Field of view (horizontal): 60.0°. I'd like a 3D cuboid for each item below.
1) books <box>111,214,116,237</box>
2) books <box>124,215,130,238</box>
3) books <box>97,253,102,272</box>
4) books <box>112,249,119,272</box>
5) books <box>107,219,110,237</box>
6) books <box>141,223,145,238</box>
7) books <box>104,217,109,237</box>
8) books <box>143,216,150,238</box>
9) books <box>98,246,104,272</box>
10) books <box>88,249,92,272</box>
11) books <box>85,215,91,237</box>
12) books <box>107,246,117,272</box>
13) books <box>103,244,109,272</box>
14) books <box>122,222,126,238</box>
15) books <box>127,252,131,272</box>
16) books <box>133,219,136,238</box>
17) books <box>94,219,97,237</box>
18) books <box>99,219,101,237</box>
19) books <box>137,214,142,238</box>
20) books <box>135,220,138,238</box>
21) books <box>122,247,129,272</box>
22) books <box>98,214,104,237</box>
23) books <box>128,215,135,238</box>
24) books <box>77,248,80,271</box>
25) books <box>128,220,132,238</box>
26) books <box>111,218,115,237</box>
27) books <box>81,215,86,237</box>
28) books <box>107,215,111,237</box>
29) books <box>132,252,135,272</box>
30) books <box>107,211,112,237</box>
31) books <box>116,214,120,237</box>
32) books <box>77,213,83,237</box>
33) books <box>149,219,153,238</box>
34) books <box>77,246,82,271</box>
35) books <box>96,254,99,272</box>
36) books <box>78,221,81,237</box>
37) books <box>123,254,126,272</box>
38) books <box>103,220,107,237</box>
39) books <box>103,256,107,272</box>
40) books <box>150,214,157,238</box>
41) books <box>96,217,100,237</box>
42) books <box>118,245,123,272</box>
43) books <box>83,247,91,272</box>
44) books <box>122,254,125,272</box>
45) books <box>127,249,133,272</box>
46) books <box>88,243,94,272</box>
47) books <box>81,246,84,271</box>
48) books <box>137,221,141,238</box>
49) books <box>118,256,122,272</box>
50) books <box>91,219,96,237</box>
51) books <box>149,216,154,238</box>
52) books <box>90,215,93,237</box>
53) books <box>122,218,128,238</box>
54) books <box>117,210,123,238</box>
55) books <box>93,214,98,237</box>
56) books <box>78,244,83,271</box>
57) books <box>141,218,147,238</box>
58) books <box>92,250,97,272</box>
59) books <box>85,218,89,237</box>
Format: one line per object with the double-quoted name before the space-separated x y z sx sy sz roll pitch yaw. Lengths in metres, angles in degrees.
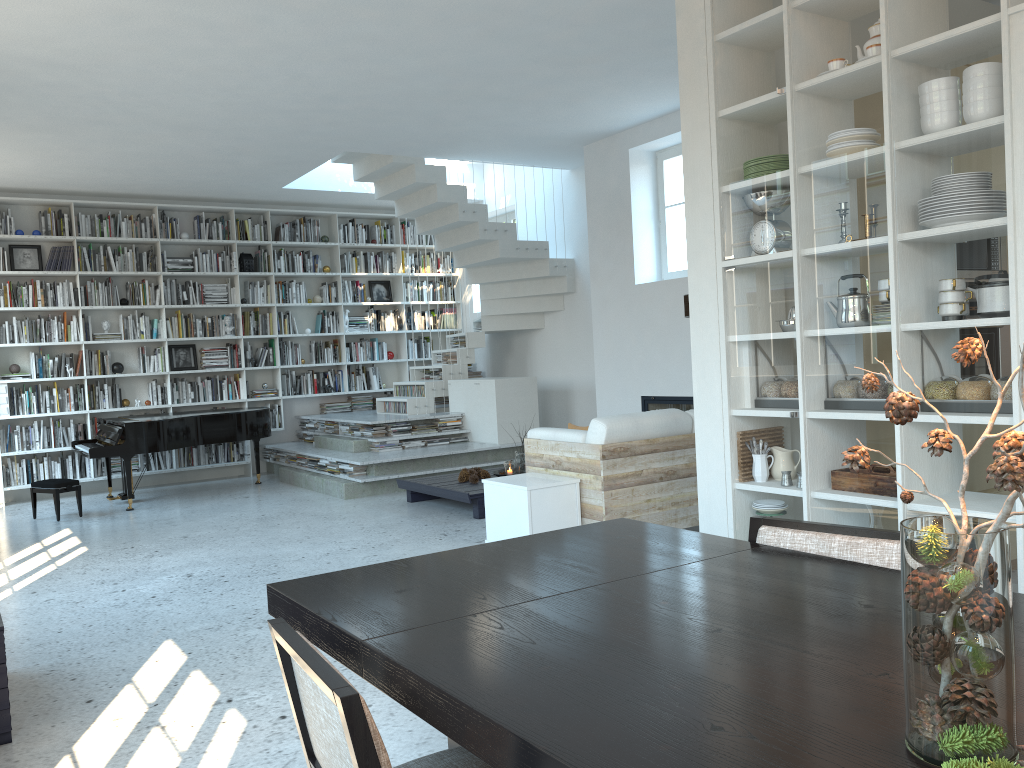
"books" -4.359 -1.714 9.709 0.013 0.276 0.164 -5 3 -33
"books" -4.252 -1.719 9.793 0.014 0.269 0.156 -5 3 -33
"books" -4.489 -1.308 9.633 0.029 0.219 0.157 -5 3 -33
"books" -4.349 -1.342 9.732 0.027 0.265 0.168 -5 3 -33
"books" -4.412 -1.680 9.676 0.011 0.216 0.160 -5 3 -33
"books" -4.116 -1.687 9.863 0.031 0.185 0.176 -5 3 -33
"books" -4.427 -1.689 9.675 0.013 0.234 0.154 -5 3 -33
"books" -4.081 -1.728 9.907 0.029 0.261 0.151 -5 3 -33
"books" -4.469 -1.347 9.645 0.023 0.293 0.155 -5 3 -33
"books" -4.562 -1.323 9.586 0.011 0.260 0.157 -5 3 -33
"books" -4.576 -1.686 9.576 0.023 0.251 0.170 -5 3 -33
"books" -4.384 -1.349 9.691 0.075 0.286 0.178 -5 3 -33
"books" -4.436 -1.361 9.688 0.013 0.315 0.135 -5 3 -33
"books" -4.285 -1.677 9.761 0.031 0.190 0.181 -5 3 -33
"books" -4.234 -1.330 9.784 0.021 0.226 0.191 -5 3 -33
"books" -4.193 -1.703 9.817 0.021 0.229 0.161 -5 3 -33
"books" -4.522 -1.668 9.606 0.014 0.207 0.166 -5 3 -33
"books" -4.493 -1.675 9.649 0.012 0.216 0.150 -5 3 -33
"books" -4.140 -1.736 9.854 0.013 0.285 0.159 -5 3 -33
"books" -4.171 -1.693 9.817 0.013 0.207 0.178 -5 3 -33
"books" -4.269 -1.359 9.790 0.026 0.286 0.137 -5 3 -33
"books" -4.477 -1.702 9.657 0.028 0.268 0.151 -5 3 -33
"books" -4.205 -1.721 9.801 0.014 0.266 0.192 -5 3 -33
"books" -4.657 -1.314 9.511 0.023 0.256 0.174 -5 3 -33
"books" -4.237 -1.693 9.814 0.029 0.213 0.141 -5 3 -33
"books" -4.384 -1.693 9.711 0.029 0.236 0.130 -5 3 -33
"books" -4.619 -1.684 9.549 0.031 0.255 0.145 -5 3 -33
"books" -4.403 -1.699 9.682 0.013 0.252 0.183 -5 3 -33
"books" -4.205 -1.335 9.821 0.013 0.231 0.141 -5 3 -33
"books" -4.395 -1.723 9.689 0.010 0.299 0.151 -5 3 -33
"books" -4.331 -1.715 9.725 0.052 0.273 0.172 -5 3 -33
"books" -4.652 -1.695 9.551 0.021 0.279 0.140 -5 3 -33
"books" -4.046 -1.712 9.905 0.026 0.225 0.172 -5 3 -33
"books" -4.650 -1.328 9.533 0.013 0.283 0.158 -5 3 -33
"books" -4.514 -1.298 9.625 0.024 0.201 0.153 -5 3 -33
"books" -4.663 -1.645 9.532 0.024 0.183 0.133 -5 3 -33
"books" -4.275 -1.319 9.771 0.010 0.208 0.173 -5 3 -33
"books" -4.446 -1.671 9.667 0.030 0.201 0.152 -5 3 -33
"books" -4.448 -1.292 9.671 0.034 0.180 0.160 -5 3 -33
"books" -4.016 -1.746 9.928 0.026 0.289 0.176 -5 3 -33
"books" -4.513 -1.683 9.645 0.025 0.235 0.129 -5 3 -33
"books" -4.307 -1.366 9.751 0.012 0.308 0.145 -5 3 -33
"books" -4.599 -1.328 9.571 0.067 0.274 0.168 -5 3 -33
"books" -4.303 -1.320 9.784 0.024 0.212 0.128 -5 3 -33
"books" -4.225 -1.349 9.812 0.028 0.261 0.135 -5 3 -33
"books" -4.550 -1.351 9.584 0.012 0.315 0.171 -5 3 -33
"books" -4.628 -1.332 9.544 0.010 0.287 0.148 -5 3 -33
"books" -4.153 -1.691 9.825 0.026 0.200 0.187 -5 3 -33
"books" -4.320 -1.301 9.743 0.028 0.180 0.168 -5 3 -33
"books" -4.533 -1.667 9.583 0.029 0.208 0.178 -5 3 -33
"books" -4.034 -1.734 9.922 0.014 0.267 0.171 -5 3 -33
"books" -4.559 -1.686 9.582 0.012 0.250 0.174 -5 3 -33
"books" -4.267 -1.701 9.783 0.026 0.236 0.134 -5 3 -33
"books" -4.312 -1.738 9.752 0.014 0.315 0.166 -5 3 -33
"books" -4.515 -1.697 9.613 0.010 0.264 0.160 -5 3 -33
"books" -4.651 -1.342 9.557 0.014 0.309 0.130 -5 3 -33
"books" -4.099 -1.714 9.886 0.026 0.237 0.149 -5 3 -33
"books" -4.531 -1.316 9.598 0.031 0.242 0.181 -5 3 -33
"books" -4.593 -1.669 9.561 0.023 0.220 0.181 -5 3 -33
